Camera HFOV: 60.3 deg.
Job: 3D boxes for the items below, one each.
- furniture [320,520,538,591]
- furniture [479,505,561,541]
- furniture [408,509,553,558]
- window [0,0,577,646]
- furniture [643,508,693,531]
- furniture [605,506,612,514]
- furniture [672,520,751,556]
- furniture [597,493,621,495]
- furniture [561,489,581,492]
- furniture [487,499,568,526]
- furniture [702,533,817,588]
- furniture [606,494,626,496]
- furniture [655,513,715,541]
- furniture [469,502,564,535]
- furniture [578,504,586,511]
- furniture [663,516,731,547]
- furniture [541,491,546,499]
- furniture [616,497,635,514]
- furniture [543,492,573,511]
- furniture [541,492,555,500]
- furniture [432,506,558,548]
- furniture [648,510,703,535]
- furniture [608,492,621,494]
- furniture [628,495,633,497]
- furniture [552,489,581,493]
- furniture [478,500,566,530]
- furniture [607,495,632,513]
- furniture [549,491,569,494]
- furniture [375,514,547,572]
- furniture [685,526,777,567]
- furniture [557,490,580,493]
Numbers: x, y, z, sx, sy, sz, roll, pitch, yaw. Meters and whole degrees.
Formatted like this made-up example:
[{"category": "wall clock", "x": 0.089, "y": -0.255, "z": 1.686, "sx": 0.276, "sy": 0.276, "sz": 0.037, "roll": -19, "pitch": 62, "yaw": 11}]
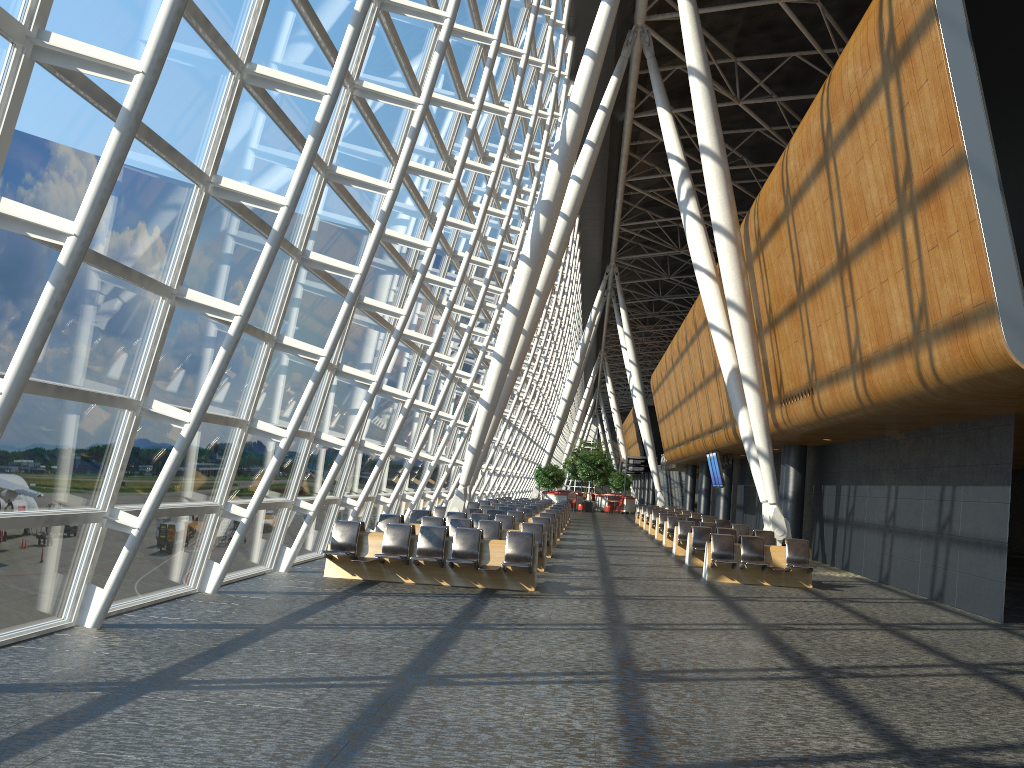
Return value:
[{"category": "furniture", "x": -1.228, "y": 2.654, "z": 13.758, "sx": 3.249, "sy": 0.867, "sz": 1.668, "roll": 3, "pitch": -5, "yaw": 5}, {"category": "furniture", "x": -0.204, "y": 4.014, "z": 25.714, "sx": 3.249, "sy": 0.867, "sz": 1.668, "roll": 3, "pitch": -5, "yaw": 5}, {"category": "furniture", "x": -0.716, "y": 3.334, "z": 19.736, "sx": 3.249, "sy": 0.867, "sz": 1.668, "roll": 3, "pitch": -5, "yaw": 5}, {"category": "window", "x": 4.058, "y": 3.587, "z": 80.322, "sx": 3.718, "sy": 13.996, "sz": 167.058, "roll": 3, "pitch": -6, "yaw": 5}, {"category": "furniture", "x": 6.127, "y": 5.330, "z": 34.437, "sx": 1.895, "sy": 0.867, "sz": 1.668, "roll": 3, "pitch": -5, "yaw": 5}, {"category": "furniture", "x": 5.721, "y": 7.460, "z": 52.395, "sx": 0.442, "sy": 0.459, "sz": 0.445, "roll": 2, "pitch": -3, "yaw": 17}, {"category": "furniture", "x": 5.103, "y": 3.970, "z": 22.481, "sx": 1.895, "sy": 0.867, "sz": 1.668, "roll": 3, "pitch": -5, "yaw": 5}, {"category": "furniture", "x": 7.402, "y": 8.997, "z": 68.157, "sx": 2.842, "sy": 1.006, "sz": 0.887, "roll": 8, "pitch": -5, "yaw": -42}, {"category": "furniture", "x": 6.482, "y": 12.895, "z": 103.797, "sx": 3.249, "sy": 0.867, "sz": 1.668, "roll": 3, "pitch": -5, "yaw": 5}, {"category": "furniture", "x": 0.564, "y": 5.034, "z": 34.681, "sx": 3.249, "sy": 0.867, "sz": 1.668, "roll": 3, "pitch": -5, "yaw": 5}, {"category": "furniture", "x": 4.591, "y": 3.290, "z": 16.503, "sx": 1.895, "sy": 0.867, "sz": 1.668, "roll": 3, "pitch": -5, "yaw": 5}, {"category": "furniture", "x": 7.419, "y": 8.593, "z": 64.436, "sx": 0.891, "sy": 1.005, "sz": 2.831, "roll": 5, "pitch": -6, "yaw": -27}, {"category": "furniture", "x": 5.615, "y": 4.650, "z": 28.459, "sx": 1.895, "sy": 0.867, "sz": 1.668, "roll": 3, "pitch": -5, "yaw": 5}, {"category": "furniture", "x": 0.052, "y": 4.354, "z": 28.703, "sx": 3.249, "sy": 0.867, "sz": 1.668, "roll": 3, "pitch": -5, "yaw": 5}, {"category": "furniture", "x": 4.119, "y": 7.335, "z": 52.098, "sx": 0.445, "sy": 0.459, "sz": 0.442, "roll": 6, "pitch": -4, "yaw": -42}, {"category": "furniture", "x": 5.359, "y": 4.310, "z": 25.470, "sx": 1.895, "sy": 0.867, "sz": 1.668, "roll": 3, "pitch": -5, "yaw": 5}, {"category": "furniture", "x": 4.179, "y": 9.835, "z": 76.895, "sx": 3.249, "sy": 0.867, "sz": 1.668, "roll": 3, "pitch": -5, "yaw": 5}, {"category": "furniture", "x": 7.042, "y": 7.439, "z": 54.022, "sx": 0.887, "sy": 1.005, "sz": 2.845, "roll": 2, "pitch": -6, "yaw": 18}, {"category": "furniture", "x": 2.717, "y": 7.153, "z": 53.706, "sx": 0.891, "sy": 1.005, "sz": 2.831, "roll": 5, "pitch": -6, "yaw": -27}, {"category": "furniture", "x": 2.455, "y": 7.459, "z": 56.652, "sx": 0.887, "sy": 1.005, "sz": 2.845, "roll": 2, "pitch": -6, "yaw": 18}, {"category": "furniture", "x": -0.460, "y": 3.674, "z": 22.725, "sx": 3.249, "sy": 0.867, "sz": 1.668, "roll": 3, "pitch": -5, "yaw": 5}, {"category": "furniture", "x": 5.871, "y": 4.990, "z": 31.448, "sx": 1.895, "sy": 0.867, "sz": 1.668, "roll": 3, "pitch": -5, "yaw": 5}, {"category": "furniture", "x": 11.789, "y": 12.851, "z": 100.564, "sx": 1.895, "sy": 0.867, "sz": 1.668, "roll": 3, "pitch": -5, "yaw": 5}, {"category": "furniture", "x": 9.998, "y": 10.471, "z": 79.641, "sx": 1.895, "sy": 0.867, "sz": 1.668, "roll": 3, "pitch": -5, "yaw": 5}, {"category": "furniture", "x": 5.970, "y": 12.215, "z": 97.819, "sx": 3.249, "sy": 0.867, "sz": 1.668, "roll": 3, "pitch": -5, "yaw": 5}, {"category": "furniture", "x": 0.308, "y": 4.694, "z": 31.692, "sx": 3.249, "sy": 0.867, "sz": 1.668, "roll": 3, "pitch": -5, "yaw": 5}, {"category": "furniture", "x": 6.780, "y": 7.744, "z": 56.968, "sx": 0.891, "sy": 1.005, "sz": 2.831, "roll": 5, "pitch": -6, "yaw": -27}, {"category": "furniture", "x": 3.357, "y": 8.003, "z": 61.174, "sx": 0.891, "sy": 1.005, "sz": 2.831, "roll": 5, "pitch": -6, "yaw": -27}, {"category": "furniture", "x": -0.972, "y": 2.994, "z": 16.747, "sx": 3.249, "sy": 0.867, "sz": 1.668, "roll": 3, "pitch": -5, "yaw": 5}, {"category": "furniture", "x": 4.847, "y": 3.630, "z": 19.492, "sx": 1.895, "sy": 0.867, "sz": 1.668, "roll": 3, "pitch": -5, "yaw": 5}, {"category": "furniture", "x": 4.742, "y": 9.340, "z": 72.733, "sx": 2.842, "sy": 1.006, "sz": 0.887, "roll": 8, "pitch": -5, "yaw": -42}]
